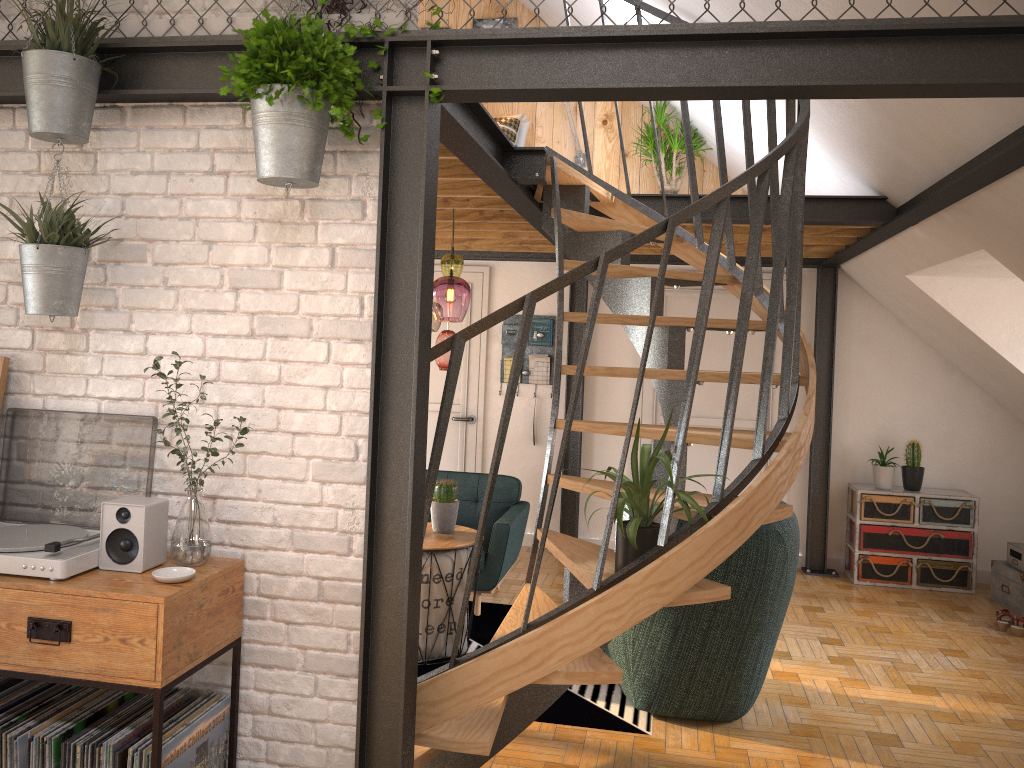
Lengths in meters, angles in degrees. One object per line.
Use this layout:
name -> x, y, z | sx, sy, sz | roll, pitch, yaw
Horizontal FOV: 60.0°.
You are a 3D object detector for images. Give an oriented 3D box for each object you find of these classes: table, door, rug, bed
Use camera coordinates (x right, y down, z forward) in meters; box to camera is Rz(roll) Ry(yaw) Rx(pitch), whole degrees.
table -> -0.498, 1.075, 4.775 | 0.680, 0.686, 0.682 | 1, 1, -40
door -> 1.585, 0.259, 7.027 | 1.200, 2.300, 0.088 | 2, 0, 10
rug -> -0.969, 1.395, 4.938 | 3.501, 0.010, 1.701 | 3, 2, 10
door -> -0.827, 0.143, 7.468 | 1.200, 2.300, 0.088 | 2, 0, 10
bed -> -0.798, -1.680, 6.318 | 2.122, 1.021, 2.290 | 3, 2, 10

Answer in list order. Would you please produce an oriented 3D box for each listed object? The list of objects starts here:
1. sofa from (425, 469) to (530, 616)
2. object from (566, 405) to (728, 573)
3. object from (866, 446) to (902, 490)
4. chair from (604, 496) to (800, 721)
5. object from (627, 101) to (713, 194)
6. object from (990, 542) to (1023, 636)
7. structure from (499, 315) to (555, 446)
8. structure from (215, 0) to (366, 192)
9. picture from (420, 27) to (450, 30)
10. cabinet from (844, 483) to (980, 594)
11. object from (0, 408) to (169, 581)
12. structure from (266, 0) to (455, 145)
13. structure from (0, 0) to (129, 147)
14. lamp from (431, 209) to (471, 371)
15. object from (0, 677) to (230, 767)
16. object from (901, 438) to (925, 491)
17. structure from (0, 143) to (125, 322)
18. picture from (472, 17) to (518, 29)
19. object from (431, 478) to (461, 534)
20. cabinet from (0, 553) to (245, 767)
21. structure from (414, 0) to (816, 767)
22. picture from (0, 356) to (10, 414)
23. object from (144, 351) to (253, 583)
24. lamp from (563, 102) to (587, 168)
sofa -> -0.916, 0.965, 5.837 | 1.974, 0.782, 0.824 | 3, 1, 10
object -> 0.419, 0.347, 3.004 | 0.528, 0.591, 0.457 | 2, 1, -2
object -> 2.756, 0.615, 6.582 | 0.234, 0.330, 0.214 | 3, 1, 16
chair -> 0.874, 1.020, 4.209 | 0.900, 0.964, 0.898 | 2, 1, -4
object -> 1.158, -1.616, 6.667 | 0.789, 1.048, 0.734 | 2, 1, -40
object -> 3.414, 1.325, 5.718 | 0.697, 0.429, 1.155 | 3, 2, 10
structure -> 0.114, -0.032, 7.292 | 0.442, 1.077, 0.099 | 2, 0, 10
structure -> -0.620, -0.866, 2.488 | 0.438, 0.652, 0.423 | 3, 1, 40
picture -> -0.733, -2.724, 7.460 | 0.421, 0.554, 0.017 | 2, 0, 10
cabinet -> 2.959, 1.136, 6.590 | 0.834, 0.696, 0.379 | 3, 0, 10
object -> -1.392, 0.299, 2.586 | 0.787, 0.414, 0.415 | 3, 1, 10
structure -> -0.451, -1.632, 2.637 | 1.305, 1.870, 0.458 | 2, 0, 7
structure -> -1.358, -1.009, 2.639 | 0.384, 0.607, 0.349 | 2, 1, -27
lamp -> -0.528, -0.583, 4.914 | 0.617, 1.013, 0.491 | 2, 1, -40
object -> -1.533, 1.178, 2.574 | 1.313, 0.574, 0.404 | 3, 1, 10
object -> 2.969, 0.588, 6.567 | 0.168, 0.401, 0.169 | 2, 0, -29
structure -> -1.368, -0.451, 2.648 | 0.360, 0.534, 0.384 | 3, 1, 20
picture -> -0.152, -2.783, 7.355 | 0.381, 0.506, 0.011 | 2, 0, 10
object -> -0.370, 0.665, 4.867 | 0.190, 0.295, 0.173 | 2, 1, -16
cabinet -> -1.485, 0.986, 2.554 | 1.265, 0.963, 0.456 | 3, 0, 10
structure -> 0.406, -0.383, 3.654 | 1.629, 3.818, 2.247 | 2, 1, 25
picture -> -1.819, 0.193, 2.789 | 0.411, 0.576, 0.126 | 2, 0, 10
object -> -0.951, 0.217, 2.529 | 0.296, 0.621, 0.290 | 3, 0, 25
lamp -> 0.243, -2.173, 7.062 | 0.850, 0.814, 0.194 | 2, 0, -33
